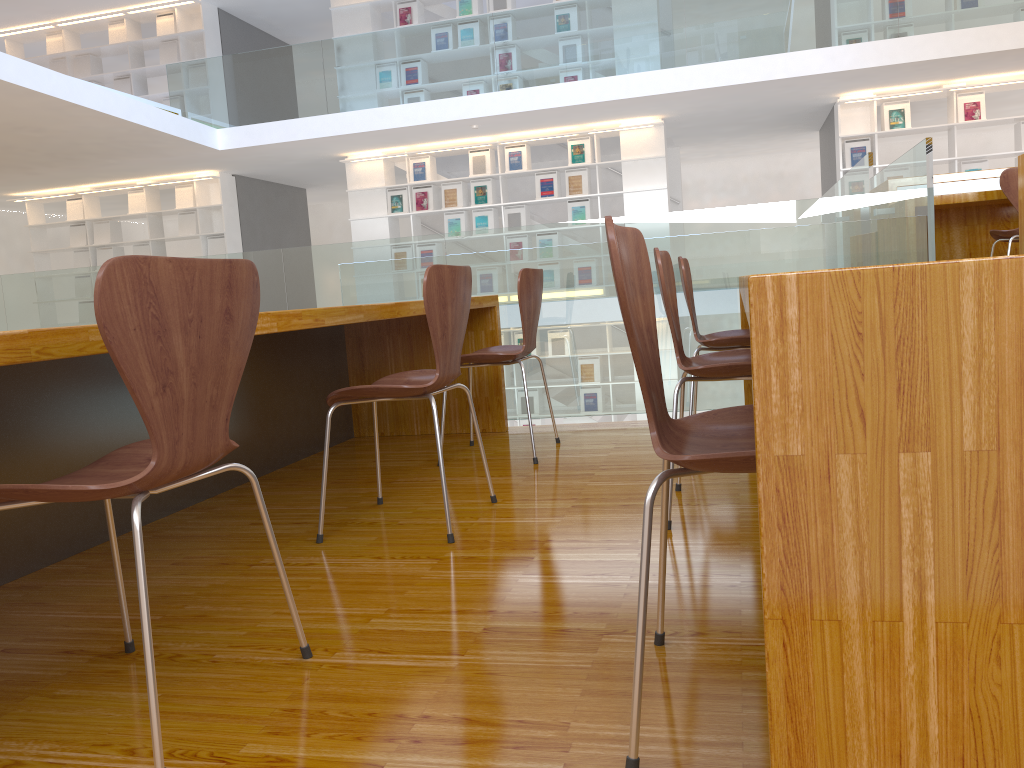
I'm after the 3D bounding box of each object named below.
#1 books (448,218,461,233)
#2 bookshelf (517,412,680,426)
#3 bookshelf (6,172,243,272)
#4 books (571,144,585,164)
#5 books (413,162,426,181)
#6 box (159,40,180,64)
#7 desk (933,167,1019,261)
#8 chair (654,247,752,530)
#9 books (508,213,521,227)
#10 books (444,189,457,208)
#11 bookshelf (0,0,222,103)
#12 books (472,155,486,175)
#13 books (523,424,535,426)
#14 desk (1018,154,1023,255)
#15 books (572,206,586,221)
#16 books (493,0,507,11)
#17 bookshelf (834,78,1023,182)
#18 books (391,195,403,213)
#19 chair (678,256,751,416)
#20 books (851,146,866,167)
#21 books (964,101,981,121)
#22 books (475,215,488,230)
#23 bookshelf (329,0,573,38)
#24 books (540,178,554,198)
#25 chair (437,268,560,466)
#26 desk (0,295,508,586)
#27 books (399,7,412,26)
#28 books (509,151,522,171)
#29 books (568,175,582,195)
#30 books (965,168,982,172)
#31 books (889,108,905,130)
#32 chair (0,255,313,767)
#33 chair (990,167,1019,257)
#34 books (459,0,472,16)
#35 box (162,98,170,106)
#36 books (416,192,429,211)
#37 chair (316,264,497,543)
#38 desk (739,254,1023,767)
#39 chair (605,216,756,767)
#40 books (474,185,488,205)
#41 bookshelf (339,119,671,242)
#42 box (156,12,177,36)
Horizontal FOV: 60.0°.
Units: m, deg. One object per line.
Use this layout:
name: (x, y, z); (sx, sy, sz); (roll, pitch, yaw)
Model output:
books: (-0.653, -1.771, 10.066); (0.145, 0.210, 0.037); (-3, 6, 14)
bookshelf: (0.085, 0.209, 10.279); (3.666, 1.836, 0.397); (-3, 6, 14)
bookshelf: (-4.885, -1.598, 11.262); (2.984, 1.836, 0.498); (-3, 6, 14)
books: (0.717, -2.496, 9.632); (0.145, 0.210, 0.037); (-3, 6, 14)
books: (-1.052, -2.413, 10.090); (0.145, 0.210, 0.037); (-3, 6, 14)
box: (-4.151, -4.021, 10.856); (0.245, 0.296, 0.274); (-3, 6, 14)
desk: (3.806, -0.903, 4.906); (3.196, 0.757, 1.248); (-3, 6, 14)
chair: (0.583, -0.017, 2.308); (0.381, 0.693, 0.428); (-3, 6, 14)
books: (0.028, -1.799, 9.891); (0.145, 0.210, 0.037); (-3, 6, 14)
books: (-0.692, -2.100, 10.040); (0.145, 0.210, 0.037); (-3, 6, 14)
bookshelf: (-5.036, -3.629, 11.056); (2.984, 1.836, 0.498); (-3, 6, 14)
books: (-0.367, -2.445, 9.913); (0.145, 0.210, 0.037); (-3, 6, 14)
books: (0.201, 0.570, 10.136); (0.145, 0.210, 0.037); (-3, 6, 14)
desk: (3.180, -0.422, 2.144); (3.194, 0.762, 1.247); (-3, 6, 14)
books: (0.732, -1.838, 9.708); (0.145, 0.210, 0.037); (-3, 6, 14)
books: (-0.132, -4.156, 9.646); (0.145, 0.210, 0.037); (-3, 6, 14)
bookshelf: (4.815, -2.067, 8.751); (2.984, 1.836, 0.498); (-3, 6, 14)
books: (-1.323, -2.067, 10.205); (0.145, 0.210, 0.037); (-3, 6, 14)
chair: (0.819, -0.130, 3.243); (0.381, 0.693, 0.428); (-3, 6, 14)
books: (3.524, -2.302, 9.011); (0.145, 0.210, 0.037); (-3, 6, 14)
books: (4.526, -2.663, 8.717); (0.145, 0.210, 0.037); (-3, 6, 14)
books: (-0.339, -1.789, 9.988); (0.145, 0.210, 0.037); (-3, 6, 14)
bookshelf: (-0.232, -3.861, 9.815); (3.666, 1.836, 0.498); (-3, 6, 14)
books: (0.387, -2.155, 9.760); (0.145, 0.210, 0.037); (-3, 6, 14)
chair: (-0.064, -0.075, 3.358); (0.381, 0.693, 0.428); (-3, 6, 14)
desk: (-1.017, 0.329, 2.567); (1.248, 1.022, 3.216); (-3, 6, 14)
books: (-1.191, -4.104, 9.924); (0.145, 0.210, 0.037); (-3, 6, 14)
books: (0.039, -2.466, 9.807); (0.145, 0.210, 0.037); (-3, 6, 14)
books: (0.693, -2.167, 9.681); (0.145, 0.210, 0.037); (-3, 6, 14)
books: (4.574, -2.023, 8.782); (0.145, 0.210, 0.037); (-3, 6, 14)
books: (3.860, -2.647, 8.888); (0.145, 0.210, 0.037); (-3, 6, 14)
chair: (-0.608, 0.168, 1.367); (0.381, 0.693, 0.428); (-3, 6, 14)
chair: (2.655, -0.743, 4.510); (0.428, 0.693, 0.381); (-3, 6, 14)
books: (-0.512, -4.148, 9.744); (0.145, 0.210, 0.037); (-3, 6, 14)
box: (-4.140, -3.367, 10.932); (0.245, 0.296, 0.274); (-3, 6, 14)
books: (-1.028, -2.085, 10.127); (0.145, 0.210, 0.037); (-3, 6, 14)
chair: (-0.301, 0.038, 2.423); (0.381, 0.693, 0.428); (-3, 6, 14)
desk: (0.952, 0.017, 2.121); (0.760, 0.606, 3.356); (-3, 6, 14)
chair: (0.347, 0.112, 1.221); (0.381, 0.693, 0.428); (-3, 6, 14)
books: (-0.349, -2.116, 9.948); (0.145, 0.210, 0.037); (-3, 6, 14)
bookshelf: (-0.081, -1.830, 10.022); (3.666, 1.836, 0.498); (-3, 6, 14)
box: (-4.174, -4.346, 10.822); (0.245, 0.296, 0.274); (-3, 6, 14)
